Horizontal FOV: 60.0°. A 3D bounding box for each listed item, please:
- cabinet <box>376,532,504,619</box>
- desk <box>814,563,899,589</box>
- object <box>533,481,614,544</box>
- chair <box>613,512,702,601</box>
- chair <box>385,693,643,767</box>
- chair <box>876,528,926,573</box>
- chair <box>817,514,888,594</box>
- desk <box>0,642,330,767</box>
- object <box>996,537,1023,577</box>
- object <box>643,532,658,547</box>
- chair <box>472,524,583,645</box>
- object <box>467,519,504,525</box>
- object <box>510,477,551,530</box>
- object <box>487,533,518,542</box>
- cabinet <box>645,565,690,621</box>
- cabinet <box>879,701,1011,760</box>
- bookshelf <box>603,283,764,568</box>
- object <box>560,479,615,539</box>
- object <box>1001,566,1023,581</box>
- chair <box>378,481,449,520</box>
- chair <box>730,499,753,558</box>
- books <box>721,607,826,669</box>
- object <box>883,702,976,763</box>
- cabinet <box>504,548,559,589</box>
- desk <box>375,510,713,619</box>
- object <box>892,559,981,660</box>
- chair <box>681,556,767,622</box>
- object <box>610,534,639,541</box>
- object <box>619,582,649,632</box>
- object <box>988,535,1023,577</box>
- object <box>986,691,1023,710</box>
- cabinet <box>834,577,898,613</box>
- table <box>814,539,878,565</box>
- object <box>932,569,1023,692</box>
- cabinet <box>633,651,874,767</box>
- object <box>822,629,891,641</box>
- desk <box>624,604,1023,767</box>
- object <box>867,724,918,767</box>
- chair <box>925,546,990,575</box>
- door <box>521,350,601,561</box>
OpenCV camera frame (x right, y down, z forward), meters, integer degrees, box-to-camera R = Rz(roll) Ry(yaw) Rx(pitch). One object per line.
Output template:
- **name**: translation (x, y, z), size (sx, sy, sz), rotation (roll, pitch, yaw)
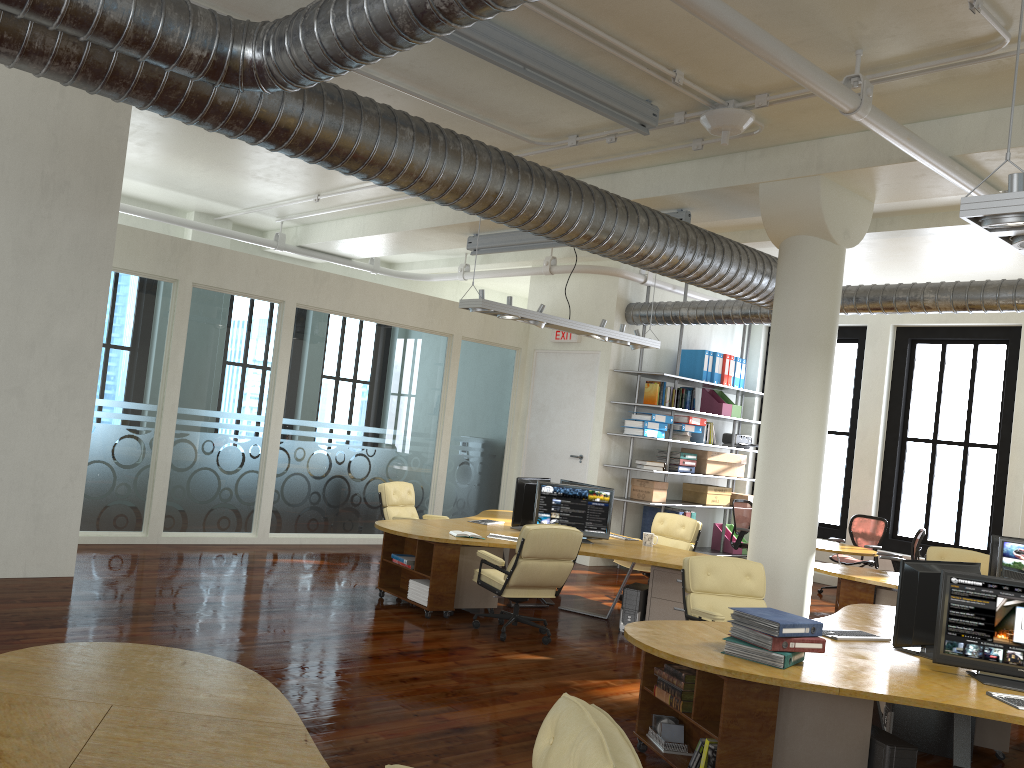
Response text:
- **cabinet**: translation (-0.665, 1.786, 8.501), size (0.812, 0.708, 0.966), rotation (8, -3, -35)
- **desk**: translation (5.428, 2.473, 8.390), size (3.188, 0.733, 4.251), rotation (9, -4, -37)
- **object**: translation (0.613, 1.286, 8.857), size (0.786, 0.552, 0.299), rotation (7, -2, -8)
- **chair**: translation (1.618, 1.974, 10.071), size (0.715, 1.020, 0.779), rotation (8, -2, -33)
- **chair**: translation (-0.133, 1.382, 2.431), size (0.783, 1.020, 0.717), rotation (7, -2, -2)
- **chair**: translation (1.064, 1.951, 12.212), size (8.433, 1.157, 0.885), rotation (6, -2, 20)
- **chair**: translation (4.733, 2.378, 12.174), size (0.695, 1.157, 0.789), rotation (8, -2, -34)
- **desk**: translation (-0.661, 1.399, 1.236), size (3.790, 0.733, 3.583), rotation (5, -3, 24)
- **object**: translation (4.934, 1.754, 8.131), size (0.889, 0.552, 0.263), rotation (4, -3, 42)
- **object**: translation (1.427, 1.612, 9.184), size (0.143, 0.131, 0.108), rotation (6, -2, 0)
- **chair**: translation (0.100, 1.677, 7.713), size (0.656, 1.020, 0.848), rotation (8, -2, -33)
- **object**: translation (-0.280, 1.490, 9.596), size (0.249, 0.016, 0.436), rotation (5, -3, 26)
- **object**: translation (0.202, 1.265, 9.394), size (0.319, 0.552, 0.735), rotation (5, -3, 31)
- **object**: translation (0.012, 1.461, 8.360), size (0.502, 0.016, 0.217), rotation (6, -3, 16)
- **cabinet**: translation (1.814, 2.071, 8.422), size (0.964, 0.708, 0.814), rotation (5, -3, 25)
- **cabinet**: translation (3.012, 2.102, 6.277), size (0.944, 0.708, 0.833), rotation (6, -2, 18)
- **bookshelf**: translation (2.824, 0.643, 13.314), size (3.263, 4.599, 0.723), rotation (8, -2, -41)
- **object**: translation (0.765, 1.331, 9.387), size (0.266, 0.552, 0.879), rotation (8, -3, -35)
- **object**: translation (3.090, 1.382, 5.044), size (0.284, 0.552, 0.826), rotation (7, -2, -12)
- **chair**: translation (-1.107, 1.654, 10.048), size (0.854, 1.020, 0.651), rotation (5, -2, 33)
- **chair**: translation (3.444, 2.241, 12.445), size (0.658, 1.157, 0.833), rotation (8, -2, -39)
- **books**: translation (1.339, 1.324, 4.669), size (0.422, 0.226, 0.450), rotation (8, -3, -31)
- **object**: translation (2.738, 2.198, 5.836), size (0.513, 0.411, 0.168), rotation (6, -2, 21)
- **cabinet**: translation (0.207, 1.994, 10.609), size (0.880, 0.708, 0.897), rotation (7, -2, -5)
- **desk**: translation (0.385, 1.944, 9.568), size (3.882, 0.733, 3.520), rotation (7, -3, -3)
- **object**: translation (2.534, 1.330, 5.290), size (0.742, 0.552, 0.316), rotation (8, -2, -30)
- **chair**: translation (1.620, 1.782, 6.277), size (0.693, 1.020, 0.808), rotation (7, -2, -13)
- **object**: translation (1.123, 1.658, 9.691), size (0.208, 0.016, 0.521), rotation (9, -4, -39)
- **object**: translation (1.198, 2.155, 8.532), size (0.196, 0.411, 0.440), rotation (6, -2, 25)
- **object**: translation (5.085, 1.800, 8.688), size (0.814, 0.552, 0.288), rotation (6, -2, 2)
- **object**: translation (2.612, 1.558, 4.284), size (0.479, 0.016, 0.228), rotation (7, -3, 1)
- **cabinet**: translation (3.755, 2.322, 8.885), size (0.959, 0.708, 0.819), rotation (6, -3, 23)
- **table**: translation (3.947, 2.470, 11.728), size (1.416, 0.744, 1.552), rotation (7, -3, -17)
- **object**: translation (2.707, 1.319, 4.675), size (0.853, 0.552, 0.275), rotation (6, -2, 16)
- **cabinet**: translation (1.306, 1.830, 4.827), size (0.862, 0.708, 0.916), rotation (7, -2, -12)
- **object**: translation (2.094, 1.561, 5.533), size (0.442, 0.016, 0.246), rotation (8, -3, -25)
- **desk**: translation (2.776, 2.008, 5.328), size (4.154, 0.733, 3.275), rotation (6, -3, 19)
- **object**: translation (1.882, 2.040, 4.700), size (0.173, 0.411, 0.498), rotation (7, -2, -16)
- **chair**: translation (4.908, 2.341, 9.733), size (0.772, 1.020, 0.722), rotation (6, -2, 22)
- **door**: translation (0.645, 1.004, 13.106), size (0.087, 3.028, 1.362), rotation (8, -2, -43)
